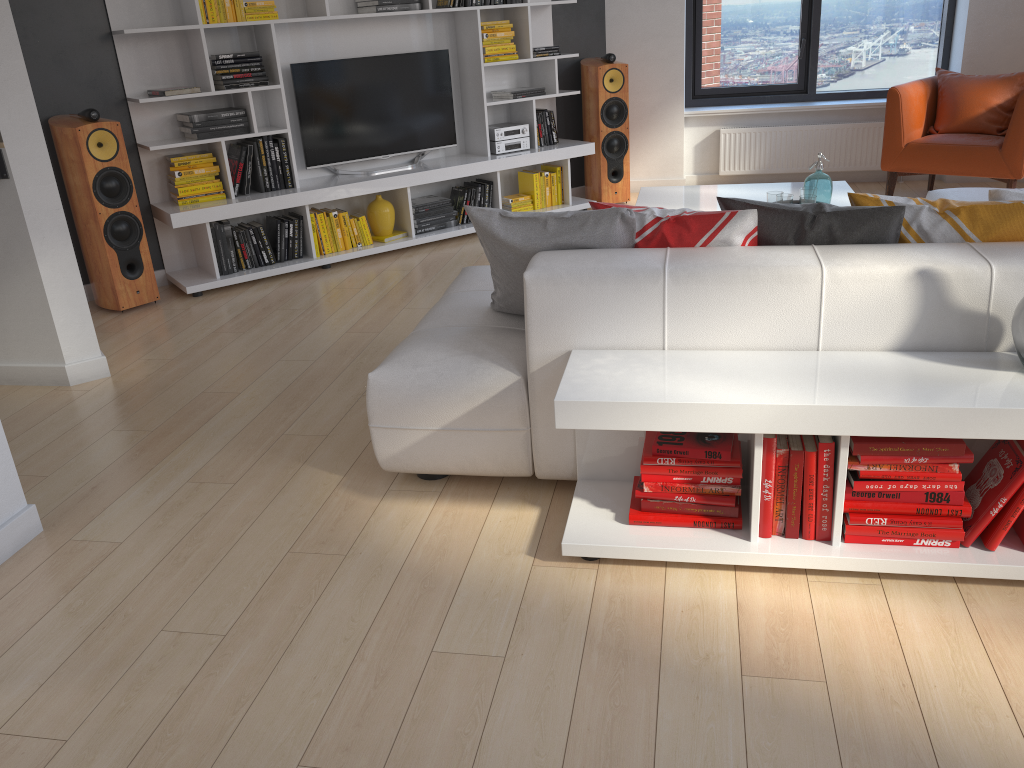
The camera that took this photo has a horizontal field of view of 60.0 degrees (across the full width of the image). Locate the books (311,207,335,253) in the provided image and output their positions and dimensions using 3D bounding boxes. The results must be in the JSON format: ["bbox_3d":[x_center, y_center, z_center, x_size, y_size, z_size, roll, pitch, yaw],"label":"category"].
[{"bbox_3d":[-1.197,-0.974,5.612,0.038,0.267,0.202,-18,26,-29],"label":"books"}]

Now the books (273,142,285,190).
[{"bbox_3d":[-1.459,-1.342,5.435,0.028,0.272,0.200,-18,26,-30],"label":"books"}]

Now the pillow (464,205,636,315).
[{"bbox_3d":[1.333,-0.533,3.010,2.953,0.453,0.647,-4,23,0],"label":"pillow"}]

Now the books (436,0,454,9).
[{"bbox_3d":[-0.414,-2.549,5.722,0.104,0.234,0.182,-18,26,-30],"label":"books"}]

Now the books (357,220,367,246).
[{"bbox_3d":[-0.987,-0.979,5.714,0.049,0.169,0.113,-18,27,-31],"label":"books"}]

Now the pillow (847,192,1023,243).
[{"bbox_3d":[1.986,-0.590,3.082,2.095,0.440,0.630,-17,26,-28],"label":"pillow"}]

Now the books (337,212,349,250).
[{"bbox_3d":[-1.104,-0.982,5.647,0.043,0.240,0.169,-18,27,-31],"label":"books"}]

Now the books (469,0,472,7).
[{"bbox_3d":[-0.315,-2.593,5.782,0.075,0.254,0.192,-18,27,-30],"label":"books"}]

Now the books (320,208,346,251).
[{"bbox_3d":[-1.141,-0.985,5.645,0.055,0.252,0.185,-19,27,-31],"label":"books"}]

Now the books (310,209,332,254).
[{"bbox_3d":[-1.223,-0.963,5.600,0.066,0.258,0.198,-18,26,-30],"label":"books"}]

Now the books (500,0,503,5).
[{"bbox_3d":[-0.114,-2.659,5.897,0.066,0.260,0.197,-18,26,-30],"label":"books"}]

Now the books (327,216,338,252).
[{"bbox_3d":[-1.171,-0.956,5.615,0.042,0.230,0.156,-19,27,-31],"label":"books"}]

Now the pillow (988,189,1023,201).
[{"bbox_3d":[2.226,-0.701,3.261,0.580,0.456,2.156,13,28,35],"label":"pillow"}]

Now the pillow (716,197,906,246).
[{"bbox_3d":[1.686,-0.398,2.634,2.120,0.436,0.608,-1,23,8],"label":"pillow"}]

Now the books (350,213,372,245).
[{"bbox_3d":[-0.976,-1.002,5.733,0.067,0.193,0.148,-17,26,-29],"label":"books"}]

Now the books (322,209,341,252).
[{"bbox_3d":[-1.157,-0.975,5.624,0.041,0.252,0.180,-18,26,-30],"label":"books"}]

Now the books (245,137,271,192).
[{"bbox_3d":[-1.541,-1.335,5.383,0.034,0.314,0.237,-18,26,-30],"label":"books"}]

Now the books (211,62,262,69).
[{"bbox_3d":[-1.605,-1.848,5.144,0.264,0.020,0.189,-16,25,-27],"label":"books"}]

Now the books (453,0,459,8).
[{"bbox_3d":[-0.388,-2.559,5.742,0.096,0.234,0.187,-18,26,-29],"label":"books"}]

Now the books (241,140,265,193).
[{"bbox_3d":[-1.564,-1.318,5.366,0.028,0.301,0.213,-18,26,-30],"label":"books"}]

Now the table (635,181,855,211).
[{"bbox_3d":[1.171,-0.689,4.476,1.091,0.435,1.091,1,23,12],"label":"table"}]

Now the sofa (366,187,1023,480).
[{"bbox_3d":[1.450,-0.472,3.553,3.424,0.732,2.614,1,23,12],"label":"sofa"}]

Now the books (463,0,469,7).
[{"bbox_3d":[-0.319,-2.572,5.753,0.069,0.242,0.172,-17,26,-29],"label":"books"}]

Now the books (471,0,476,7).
[{"bbox_3d":[-0.289,-2.592,5.793,0.068,0.243,0.179,-19,27,-31],"label":"books"}]

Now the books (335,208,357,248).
[{"bbox_3d":[-1.074,-1.003,5.698,0.056,0.235,0.172,-18,27,-30],"label":"books"}]

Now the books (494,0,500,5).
[{"bbox_3d":[-0.141,-2.645,5.882,0.084,0.249,0.191,-18,26,-30],"label":"books"}]

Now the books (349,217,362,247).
[{"bbox_3d":[-1.032,-0.983,5.705,0.056,0.188,0.138,-18,26,-30],"label":"books"}]

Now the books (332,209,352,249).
[{"bbox_3d":[-1.095,-0.992,5.675,0.043,0.235,0.171,-19,27,-31],"label":"books"}]

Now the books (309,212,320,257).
[{"bbox_3d":[-1.270,-0.942,5.540,0.029,0.270,0.204,-18,26,-30],"label":"books"}]

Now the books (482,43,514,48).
[{"bbox_3d":[-0.140,-2.315,6.058,0.251,0.014,0.189,-16,26,-27],"label":"books"}]

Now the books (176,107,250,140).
[{"bbox_3d":[-1.749,-1.525,5.187,0.343,0.137,0.277,-18,26,-30],"label":"books"}]

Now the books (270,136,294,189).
[{"bbox_3d":[-1.427,-1.363,5.452,0.051,0.297,0.230,-18,26,-30],"label":"books"}]

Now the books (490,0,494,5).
[{"bbox_3d":[-0.166,-2.629,5.855,0.071,0.243,0.179,-18,27,-31],"label":"books"}]

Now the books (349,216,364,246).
[{"bbox_3d":[-1.011,-0.986,5.710,0.046,0.187,0.134,-18,26,-30],"label":"books"}]

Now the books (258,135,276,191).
[{"bbox_3d":[-1.517,-1.351,5.399,0.026,0.326,0.237,-18,26,-30],"label":"books"}]

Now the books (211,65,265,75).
[{"bbox_3d":[-1.600,-1.824,5.151,0.284,0.030,0.214,-14,25,-22],"label":"books"}]

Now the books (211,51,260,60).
[{"bbox_3d":[-1.600,-1.897,5.120,0.246,0.026,0.180,-14,25,-23],"label":"books"}]

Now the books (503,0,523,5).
[{"bbox_3d":[-0.051,-2.716,5.957,0.128,0.321,0.259,-18,26,-30],"label":"books"}]

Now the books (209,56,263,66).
[{"bbox_3d":[-1.614,-1.879,5.152,0.284,0.030,0.214,-14,25,-22],"label":"books"}]

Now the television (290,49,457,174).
[{"bbox_3d":[-0.863,-1.755,5.758,1.102,0.704,0.207,-18,26,-30],"label":"television"}]

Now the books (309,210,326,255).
[{"bbox_3d":[-1.250,-0.958,5.575,0.048,0.271,0.213,-18,26,-30],"label":"books"}]

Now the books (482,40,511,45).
[{"bbox_3d":[-0.138,-2.323,6.031,0.217,0.023,0.145,-16,25,-26],"label":"books"}]

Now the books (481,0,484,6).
[{"bbox_3d":[-0.234,-2.621,5.829,0.066,0.260,0.197,-18,26,-30],"label":"books"}]

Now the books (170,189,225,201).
[{"bbox_3d":[-1.860,-1.128,5.239,0.269,0.025,0.213,-16,26,-27],"label":"books"}]

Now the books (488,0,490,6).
[{"bbox_3d":[-0.196,-2.630,5.850,0.075,0.254,0.192,-18,27,-30],"label":"books"}]

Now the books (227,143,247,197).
[{"bbox_3d":[-1.670,-1.285,5.323,0.142,0.284,0.232,-18,26,-30],"label":"books"}]

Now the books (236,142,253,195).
[{"bbox_3d":[-1.617,-1.297,5.334,0.100,0.289,0.210,-18,27,-31],"label":"books"}]

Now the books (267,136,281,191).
[{"bbox_3d":[-1.491,-1.353,5.416,0.034,0.315,0.239,-18,26,-30],"label":"books"}]

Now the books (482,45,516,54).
[{"bbox_3d":[-0.128,-2.285,6.059,0.243,0.042,0.189,-18,26,-30],"label":"books"}]

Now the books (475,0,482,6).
[{"bbox_3d":[-0.261,-2.608,5.813,0.084,0.249,0.191,-18,26,-30],"label":"books"}]

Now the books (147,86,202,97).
[{"bbox_3d":[-1.901,-1.647,4.992,0.209,0.030,0.266,-21,28,-35],"label":"books"}]

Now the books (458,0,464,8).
[{"bbox_3d":[-0.355,-2.564,5.747,0.081,0.233,0.169,-18,27,-31],"label":"books"}]

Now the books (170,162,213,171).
[{"bbox_3d":[-1.875,-1.282,5.193,0.238,0.023,0.167,-11,24,-15],"label":"books"}]

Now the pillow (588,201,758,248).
[{"bbox_3d":[1.366,-0.375,2.703,2.250,0.449,0.575,0,23,9],"label":"pillow"}]

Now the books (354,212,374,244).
[{"bbox_3d":[-0.961,-1.011,5.752,0.046,0.193,0.149,-17,26,-29],"label":"books"}]

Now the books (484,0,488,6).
[{"bbox_3d":[-0.199,-2.610,5.822,0.069,0.242,0.172,-17,26,-29],"label":"books"}]

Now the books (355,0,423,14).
[{"bbox_3d":[-0.771,-2.405,5.562,0.343,0.137,0.277,-21,28,-34],"label":"books"}]

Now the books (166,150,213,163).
[{"bbox_3d":[-1.891,-1.332,5.189,0.234,0.024,0.171,-16,25,-26],"label":"books"}]

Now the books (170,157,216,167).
[{"bbox_3d":[-1.868,-1.305,5.185,0.234,0.024,0.171,-16,25,-26],"label":"books"}]
